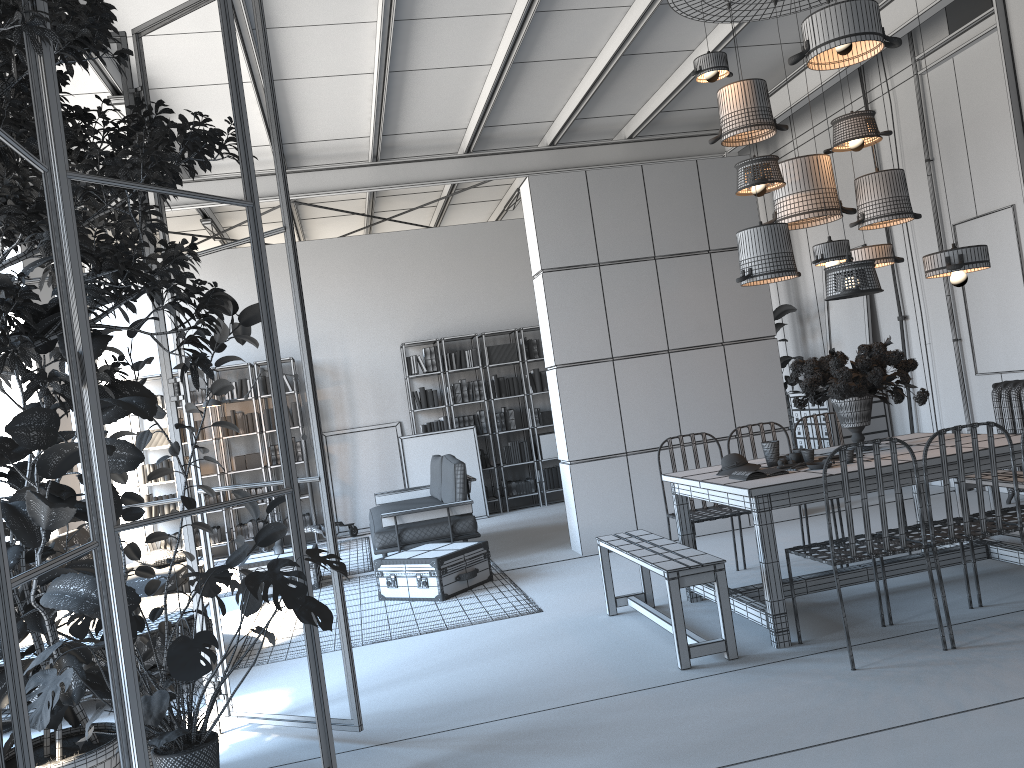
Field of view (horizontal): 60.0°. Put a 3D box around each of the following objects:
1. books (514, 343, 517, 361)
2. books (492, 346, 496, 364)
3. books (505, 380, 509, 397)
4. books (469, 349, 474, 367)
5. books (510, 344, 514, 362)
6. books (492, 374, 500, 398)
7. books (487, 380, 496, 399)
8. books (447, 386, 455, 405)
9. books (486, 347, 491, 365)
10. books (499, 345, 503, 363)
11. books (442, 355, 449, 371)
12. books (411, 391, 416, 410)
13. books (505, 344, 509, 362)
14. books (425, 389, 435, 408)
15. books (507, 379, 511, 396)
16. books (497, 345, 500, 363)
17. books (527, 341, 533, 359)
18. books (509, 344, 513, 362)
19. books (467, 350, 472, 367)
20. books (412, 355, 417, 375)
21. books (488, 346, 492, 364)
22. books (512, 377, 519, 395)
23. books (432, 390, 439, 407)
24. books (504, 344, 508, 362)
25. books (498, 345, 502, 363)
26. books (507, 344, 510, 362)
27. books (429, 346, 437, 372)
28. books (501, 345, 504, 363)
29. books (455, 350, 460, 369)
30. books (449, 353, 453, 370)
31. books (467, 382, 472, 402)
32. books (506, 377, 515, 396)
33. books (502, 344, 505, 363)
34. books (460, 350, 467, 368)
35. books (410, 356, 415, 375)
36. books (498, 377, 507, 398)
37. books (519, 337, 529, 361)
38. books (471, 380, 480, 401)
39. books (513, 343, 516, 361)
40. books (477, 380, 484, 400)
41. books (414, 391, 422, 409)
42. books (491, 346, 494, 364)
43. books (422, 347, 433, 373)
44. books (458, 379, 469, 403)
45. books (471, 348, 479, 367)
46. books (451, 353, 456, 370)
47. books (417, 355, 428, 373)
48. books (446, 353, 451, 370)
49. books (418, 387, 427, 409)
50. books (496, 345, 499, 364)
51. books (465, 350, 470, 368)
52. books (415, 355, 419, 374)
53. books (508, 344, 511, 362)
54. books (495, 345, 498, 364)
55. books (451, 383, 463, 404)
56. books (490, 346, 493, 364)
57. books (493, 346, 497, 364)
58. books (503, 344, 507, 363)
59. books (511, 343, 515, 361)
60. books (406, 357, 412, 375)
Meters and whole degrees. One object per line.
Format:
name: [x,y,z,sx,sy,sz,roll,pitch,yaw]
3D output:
books: [0.031,-0.401,11.285,0.016,0.240,0.182,-8,-1,-10]
books: [-0.244,-0.362,11.233,0.016,0.240,0.182,-8,-1,-10]
books: [-0.076,0.060,11.359,0.022,0.227,0.165,-8,-1,-10]
books: [-0.526,-0.316,11.263,0.027,0.238,0.180,-8,-1,-10]
books: [-0.015,-0.394,11.276,0.016,0.240,0.182,-8,-1,-10]
books: [-0.203,0.035,11.327,0.038,0.304,0.224,-8,-1,-10]
books: [-0.260,0.077,11.358,0.057,0.244,0.180,-8,-1,-10]
books: [-0.772,0.145,11.179,0.057,0.244,0.178,-8,-1,-10]
books: [-0.305,-0.354,11.222,0.016,0.240,0.182,-8,-1,-10]
books: [-0.153,-0.375,11.251,0.016,0.240,0.182,-8,-1,-10]
books: [-0.842,-0.260,11.204,0.043,0.213,0.154,-8,-1,-10]
books: [-1.249,0.219,11.134,0.057,0.242,0.178,-8,-1,-10]
books: [-0.076,-0.386,11.265,0.016,0.240,0.182,-8,-1,-10]
books: [-1.038,0.189,11.173,0.083,0.242,0.178,-8,-1,-10]
books: [-0.055,0.057,11.364,0.022,0.227,0.165,-8,-1,-10]
books: [-0.183,-0.371,11.245,0.016,0.240,0.182,-8,-1,-10]
books: [0.211,-0.428,11.370,0.030,0.241,0.194,-8,-1,-14]
books: [-0.030,-0.392,11.273,0.016,0.240,0.182,-8,-1,-10]
books: [-0.550,-0.310,11.259,0.023,0.232,0.187,-8,-1,-10]
books: [-1.213,-0.233,11.037,0.032,0.231,0.179,-8,-1,-10]
books: [-0.290,-0.356,11.225,0.016,0.240,0.182,-8,-1,-10]
books: [0.037,0.035,11.414,0.057,0.244,0.180,-8,-1,-10]
books: [-0.964,0.189,11.184,0.052,0.223,0.164,-8,-1,-10]
books: [-0.091,-0.384,11.262,0.016,0.240,0.182,-8,-1,-10]
books: [-0.168,-0.373,11.248,0.016,0.240,0.182,-8,-1,-10]
books: [-0.061,-0.388,11.268,0.016,0.240,0.182,-8,-1,-10]
books: [-1.007,-0.304,11.165,0.056,0.315,0.317,-8,-1,-10]
books: [-0.137,-0.377,11.253,0.016,0.240,0.182,-8,-1,-10]
books: [-0.686,-0.298,11.215,0.077,0.244,0.178,-8,-1,-11]
books: [-0.773,-0.275,11.217,0.019,0.224,0.168,-8,-1,-10]
books: [-0.537,0.102,11.242,0.084,0.267,0.193,-8,-1,-9]
books: [-0.019,0.043,11.392,0.057,0.244,0.180,-8,-1,-10]
books: [-0.122,-0.379,11.256,0.016,0.240,0.182,-8,-1,-10]
books: [-0.625,-0.307,11.246,0.057,0.242,0.178,-8,-1,-10]
books: [-1.244,-0.229,11.032,0.032,0.231,0.179,-8,-1,-10]
books: [-0.138,0.048,11.373,0.091,0.266,0.195,-8,-1,-10]
books: [0.157,-0.447,11.364,0.048,0.299,0.243,-8,-1,-10]
books: [-0.463,0.090,11.234,0.062,0.265,0.193,-8,-1,-10]
books: [0.016,-0.399,11.282,0.016,0.240,0.182,-8,-1,-10]
books: [-0.402,0.082,11.257,0.062,0.265,0.193,-8,-1,-10]
books: [-1.181,0.210,11.127,0.077,0.244,0.178,-8,-1,-9]
books: [-0.260,-0.360,11.231,0.016,0.240,0.182,-8,-1,-10]
books: [-1.067,-0.295,11.154,0.068,0.318,0.319,-8,-1,-10]
books: [-0.612,0.090,11.228,0.071,0.303,0.222,-8,-1,-10]
books: [-0.473,-0.329,11.275,0.083,0.242,0.178,-8,-1,-10]
books: [-0.745,-0.278,11.222,0.039,0.222,0.161,-8,-1,-10]
books: [-1.125,-0.242,11.053,0.107,0.229,0.184,-8,-1,-10]
books: [-0.807,-0.276,11.221,0.029,0.231,0.173,-8,-1,-10]
books: [-1.118,0.181,11.140,0.065,0.278,0.204,-8,-1,-10]
books: [-0.198,-0.369,11.242,0.016,0.240,0.182,-8,-1,-10]
books: [-0.578,-0.305,11.253,0.035,0.229,0.196,-8,-1,-10]
books: [-1.187,-0.239,11.042,0.022,0.236,0.186,-8,-1,-10]
books: [-0.045,-0.390,11.271,0.016,0.240,0.182,-8,-1,-10]
books: [-0.214,-0.367,11.239,0.016,0.240,0.182,-8,-1,-10]
books: [-0.693,0.122,11.191,0.091,0.265,0.193,-8,-1,-10]
books: [-0.275,-0.358,11.228,0.016,0.240,0.182,-8,-1,-10]
books: [-0.229,-0.364,11.236,0.016,0.240,0.182,-8,-1,-10]
books: [-0.107,-0.381,11.259,0.016,0.240,0.182,-8,-1,-10]
books: [0.000,-0.396,11.279,0.016,0.240,0.182,-8,-1,-10]
books: [-1.288,-0.221,11.032,0.052,0.223,0.164,-8,-1,-10]
